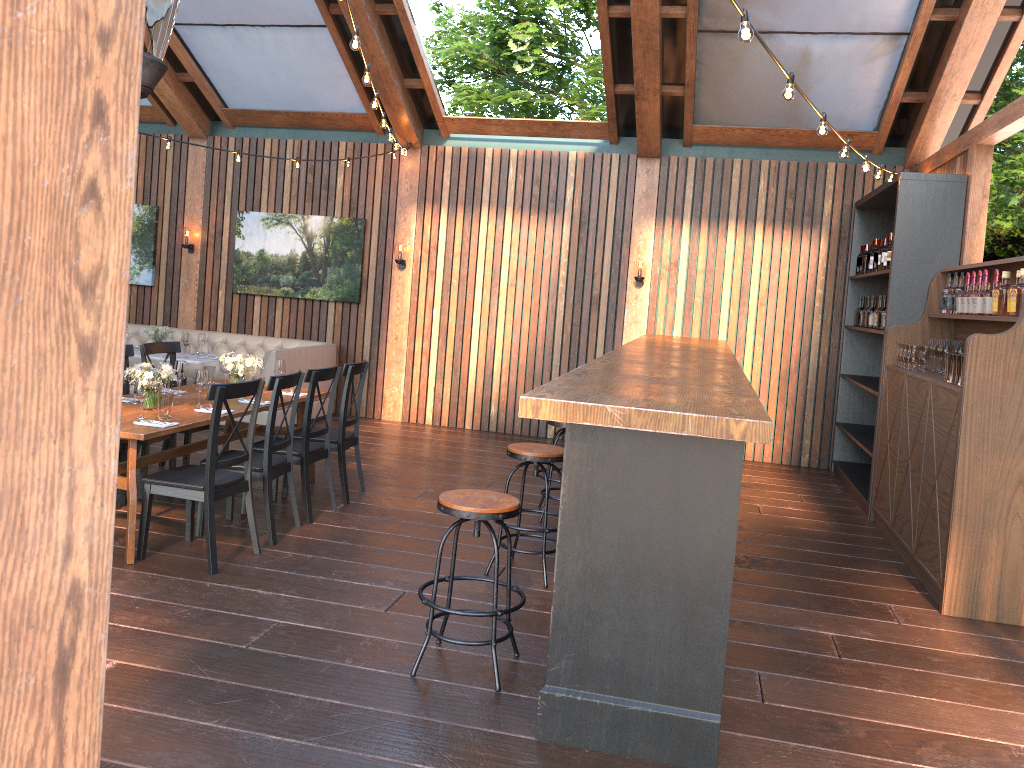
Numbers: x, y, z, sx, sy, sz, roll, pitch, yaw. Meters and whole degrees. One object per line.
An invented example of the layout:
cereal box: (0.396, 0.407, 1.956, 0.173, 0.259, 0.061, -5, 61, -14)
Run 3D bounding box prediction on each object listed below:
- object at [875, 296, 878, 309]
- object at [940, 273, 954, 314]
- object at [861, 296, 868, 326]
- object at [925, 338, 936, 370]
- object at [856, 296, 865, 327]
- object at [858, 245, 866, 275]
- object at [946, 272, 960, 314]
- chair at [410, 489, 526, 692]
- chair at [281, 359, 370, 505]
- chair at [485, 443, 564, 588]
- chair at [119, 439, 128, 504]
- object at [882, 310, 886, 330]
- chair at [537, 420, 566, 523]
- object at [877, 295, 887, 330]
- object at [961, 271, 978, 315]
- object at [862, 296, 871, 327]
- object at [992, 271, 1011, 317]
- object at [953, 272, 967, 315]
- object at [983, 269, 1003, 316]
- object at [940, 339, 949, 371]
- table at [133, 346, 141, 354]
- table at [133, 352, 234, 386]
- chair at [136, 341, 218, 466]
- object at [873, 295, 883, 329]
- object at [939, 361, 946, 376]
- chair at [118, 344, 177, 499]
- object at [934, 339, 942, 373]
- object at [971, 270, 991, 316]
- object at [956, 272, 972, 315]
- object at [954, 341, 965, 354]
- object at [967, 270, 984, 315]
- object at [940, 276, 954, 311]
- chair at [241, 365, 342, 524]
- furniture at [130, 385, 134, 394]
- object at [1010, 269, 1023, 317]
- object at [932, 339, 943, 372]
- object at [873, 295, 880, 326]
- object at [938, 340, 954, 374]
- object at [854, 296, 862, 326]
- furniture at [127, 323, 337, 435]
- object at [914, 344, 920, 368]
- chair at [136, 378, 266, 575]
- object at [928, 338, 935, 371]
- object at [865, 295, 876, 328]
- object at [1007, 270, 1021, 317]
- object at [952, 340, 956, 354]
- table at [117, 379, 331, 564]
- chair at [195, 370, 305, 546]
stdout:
object: (3.445, -0.684, 8.410, 0.094, 0.307, 0.094, 6, 3, 38)
object: (3.368, -0.694, 6.821, 0.095, 0.317, 0.094, 6, 3, 27)
object: (3.565, -0.723, 8.867, 0.095, 0.307, 0.094, 7, 3, 39)
object: (3.223, -0.230, 6.804, 0.092, 0.244, 0.092, 6, 3, 32)
object: (3.549, -0.735, 8.971, 0.094, 0.307, 0.094, 3, 3, -23)
object: (3.524, -1.237, 8.862, 0.077, 0.308, 0.077, 4, 3, -10)
object: (3.321, -0.677, 6.624, 0.094, 0.317, 0.094, 5, 3, 7)
chair: (-0.169, 0.860, 3.834, 0.468, 0.733, 0.469, 4, 3, -1)
chair: (-1.383, 0.323, 6.649, 0.540, 1.017, 0.478, 5, 3, 7)
chair: (0.123, 0.740, 5.170, 0.469, 0.733, 0.468, 7, 4, 36)
chair: (-2.849, 0.298, 5.820, 0.540, 1.017, 0.478, 5, 3, 12)
object: (3.268, -0.618, 7.665, 0.094, 0.307, 0.095, 3, 3, -24)
chair: (0.414, 0.620, 6.506, 0.467, 0.733, 0.470, 4, 3, -13)
object: (3.266, -0.630, 7.776, 0.094, 0.307, 0.094, 3, 3, -23)
object: (3.244, -0.635, 6.219, 0.138, 0.310, 0.138, 5, 3, 12)
object: (3.461, -0.703, 8.607, 0.094, 0.307, 0.094, 6, 3, 33)
object: (3.102, -0.565, 5.574, 0.109, 0.287, 0.176, 5, 3, 7)
object: (3.316, -0.666, 6.517, 0.095, 0.317, 0.094, 5, 3, 22)
object: (3.153, -0.593, 5.759, 0.138, 0.310, 0.138, 5, 3, 16)
object: (3.323, -0.222, 6.799, 0.092, 0.244, 0.092, 4, 3, -13)
table: (-4.313, -0.049, 9.654, 0.799, 0.670, 0.801, 5, 5, 12)
table: (-3.518, 0.031, 9.482, 0.799, 0.670, 0.801, 5, 5, 11)
chair: (-2.611, 0.200, 6.915, 0.540, 1.017, 0.478, 5, 3, 12)
object: (3.327, -0.649, 7.999, 0.094, 0.307, 0.094, 5, 3, 9)
object: (3.061, -0.105, 6.210, 0.124, 0.096, 0.124, 6, 5, 23)
chair: (-2.730, 0.249, 6.368, 0.540, 1.017, 0.478, 5, 3, 7)
object: (3.144, -0.203, 6.488, 0.092, 0.244, 0.092, 4, 3, -13)
object: (3.167, -0.609, 5.918, 0.138, 0.310, 0.138, 5, 3, 7)
object: (3.282, -0.648, 6.371, 0.138, 0.310, 0.138, 5, 3, 16)
object: (3.243, -0.186, 6.400, 0.092, 0.244, 0.092, 4, 3, -13)
object: (3.205, -0.621, 6.064, 0.138, 0.310, 0.138, 5, 3, 16)
object: (3.417, -0.701, 6.917, 0.094, 0.317, 0.094, 5, 3, 12)
chair: (-1.502, 0.372, 6.102, 0.540, 1.017, 0.478, 5, 3, 12)
furniture: (-4.467, 0.146, 9.003, 2.331, 0.398, 0.313, 6, 4, 12)
object: (3.002, -0.533, 5.199, 0.109, 0.287, 0.176, 5, 3, 7)
object: (3.176, -0.211, 6.586, 0.092, 0.244, 0.092, 4, 3, -13)
object: (3.370, -0.658, 8.114, 0.094, 0.307, 0.094, 5, 3, 12)
object: (3.130, -0.193, 6.383, 0.092, 0.244, 0.092, 4, 3, -13)
object: (3.560, -0.744, 9.061, 0.094, 0.307, 0.094, 5, 3, 17)
furniture: (-4.208, -0.180, 10.079, 4.162, 0.856, 1.715, 6, 5, 12)
object: (3.164, -0.221, 6.953, 0.070, 0.185, 0.070, 5, 3, 16)
chair: (-1.741, 0.470, 5.008, 0.540, 1.017, 0.478, 5, 3, 17)
object: (3.192, -0.221, 6.695, 0.092, 0.244, 0.092, 6, 3, 32)
object: (3.349, -0.672, 8.233, 0.094, 0.307, 0.094, 4, 3, -6)
object: (3.082, -0.546, 5.379, 0.109, 0.287, 0.176, 5, 3, 17)
object: (3.261, -0.195, 6.501, 0.092, 0.244, 0.092, 4, 3, -13)
table: (-2.186, 0.477, 5.994, 0.951, 0.727, 2.439, 5, 6, 12)
chair: (-1.622, 0.421, 5.554, 0.540, 1.017, 0.478, 5, 3, 7)
